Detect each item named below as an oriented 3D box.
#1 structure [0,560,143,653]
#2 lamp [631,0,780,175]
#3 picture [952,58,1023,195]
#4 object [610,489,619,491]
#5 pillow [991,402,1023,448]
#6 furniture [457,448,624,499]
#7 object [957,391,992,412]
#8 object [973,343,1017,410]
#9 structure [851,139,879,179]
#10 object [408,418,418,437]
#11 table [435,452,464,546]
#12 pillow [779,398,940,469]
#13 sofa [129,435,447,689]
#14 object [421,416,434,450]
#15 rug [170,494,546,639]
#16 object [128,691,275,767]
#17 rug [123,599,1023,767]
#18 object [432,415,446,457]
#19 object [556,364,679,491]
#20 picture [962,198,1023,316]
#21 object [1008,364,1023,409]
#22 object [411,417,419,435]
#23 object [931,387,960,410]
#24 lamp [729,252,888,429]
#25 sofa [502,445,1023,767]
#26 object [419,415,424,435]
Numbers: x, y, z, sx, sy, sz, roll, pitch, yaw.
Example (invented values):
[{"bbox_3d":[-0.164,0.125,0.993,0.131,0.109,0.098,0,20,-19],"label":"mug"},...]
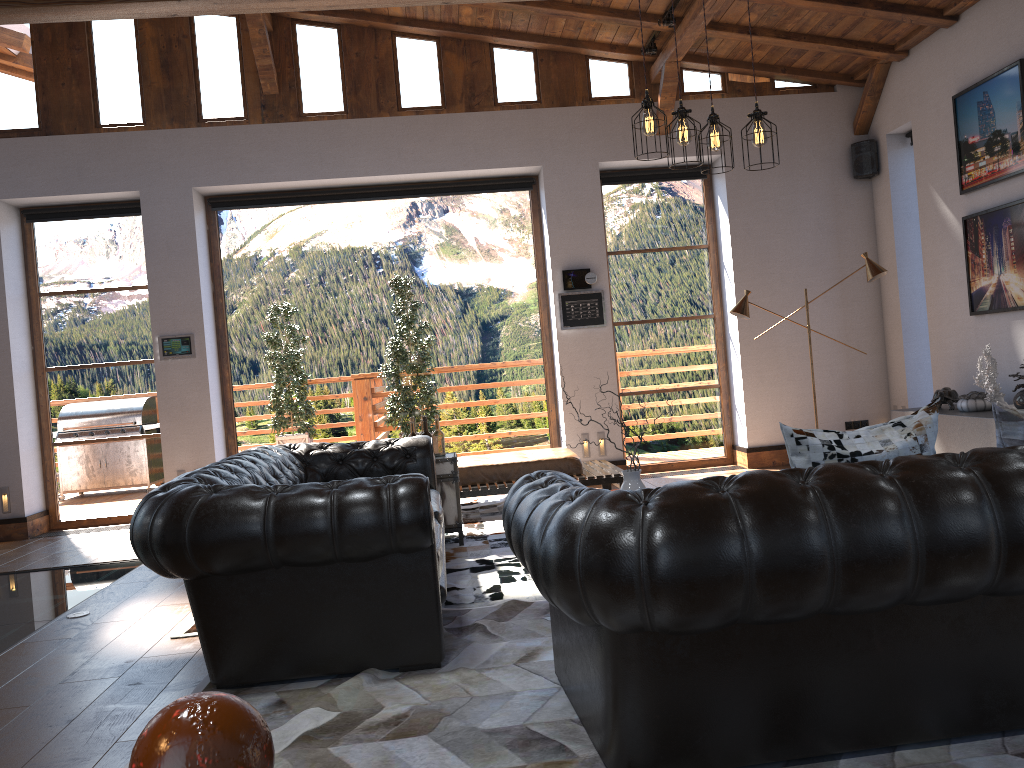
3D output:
[{"bbox_3d":[-8.006,1.331,7.151,11.051,6.398,9.191,-5,1,-5],"label":"structure"},{"bbox_3d":[0.928,-2.226,4.684,0.808,2.201,0.260,-5,0,-14],"label":"lamp"},{"bbox_3d":[3.692,-1.953,6.846,0.036,0.816,0.877,-5,1,-4],"label":"picture"},{"bbox_3d":[0.562,0.637,4.824,0.243,0.081,0.306,-4,1,34],"label":"object"},{"bbox_3d":[1.751,0.237,2.820,0.529,0.469,0.283,-5,0,-2],"label":"pillow"},{"bbox_3d":[-0.473,0.859,7.554,2.766,0.436,1.173,-5,1,-5],"label":"furniture"},{"bbox_3d":[3.612,0.133,6.911,0.259,0.160,0.280,-5,1,-2],"label":"object"},{"bbox_3d":[3.535,-0.035,6.540,0.432,0.532,0.256,-5,1,-36],"label":"object"},{"bbox_3d":[3.459,-2.197,8.682,0.214,0.349,0.213,-5,0,-5],"label":"structure"},{"bbox_3d":[-0.670,0.371,6.019,0.088,0.286,0.087,-5,0,-28],"label":"object"},{"bbox_3d":[-0.559,0.805,6.111,0.418,0.609,0.404,-5,0,-5],"label":"table"},{"bbox_3d":[1.075,0.295,2.754,0.529,0.469,0.283,-5,0,-2],"label":"pillow"},{"bbox_3d":[-0.970,0.750,4.537,1.242,0.838,2.560,-5,1,-5],"label":"sofa"},{"bbox_3d":[-0.588,0.363,6.076,0.088,0.286,0.086,-5,0,-27],"label":"object"},{"bbox_3d":[-0.562,1.081,6.247,2.436,0.053,3.801,-5,1,-4],"label":"rug"},{"bbox_3d":[0.166,0.156,0.149,0.641,0.349,0.526,-4,1,22],"label":"object"},{"bbox_3d":[0.762,1.019,3.239,4.052,0.053,2.427,-5,1,-4],"label":"rug"},{"bbox_3d":[-0.511,0.355,6.139,0.087,0.286,0.088,-5,0,5],"label":"object"},{"bbox_3d":[0.542,0.280,4.425,0.618,0.808,0.407,-5,0,6],"label":"object"},{"bbox_3d":[3.776,-0.961,6.850,0.036,0.816,0.877,-5,1,-4],"label":"picture"},{"bbox_3d":[3.633,-0.009,6.112,0.331,0.455,0.344,-5,1,21],"label":"object"},{"bbox_3d":[-0.674,0.369,6.122,0.086,0.286,0.088,-5,0,35],"label":"object"},{"bbox_3d":[3.563,0.119,7.303,0.223,0.183,0.410,-4,1,39],"label":"object"},{"bbox_3d":[2.626,-0.135,7.748,1.313,1.899,0.531,-5,0,16],"label":"lamp"},{"bbox_3d":[1.293,0.588,2.824,2.572,0.838,1.236,-5,1,-6],"label":"sofa"},{"bbox_3d":[-0.613,0.363,6.193,0.087,0.286,0.088,-5,0,8],"label":"object"}]
